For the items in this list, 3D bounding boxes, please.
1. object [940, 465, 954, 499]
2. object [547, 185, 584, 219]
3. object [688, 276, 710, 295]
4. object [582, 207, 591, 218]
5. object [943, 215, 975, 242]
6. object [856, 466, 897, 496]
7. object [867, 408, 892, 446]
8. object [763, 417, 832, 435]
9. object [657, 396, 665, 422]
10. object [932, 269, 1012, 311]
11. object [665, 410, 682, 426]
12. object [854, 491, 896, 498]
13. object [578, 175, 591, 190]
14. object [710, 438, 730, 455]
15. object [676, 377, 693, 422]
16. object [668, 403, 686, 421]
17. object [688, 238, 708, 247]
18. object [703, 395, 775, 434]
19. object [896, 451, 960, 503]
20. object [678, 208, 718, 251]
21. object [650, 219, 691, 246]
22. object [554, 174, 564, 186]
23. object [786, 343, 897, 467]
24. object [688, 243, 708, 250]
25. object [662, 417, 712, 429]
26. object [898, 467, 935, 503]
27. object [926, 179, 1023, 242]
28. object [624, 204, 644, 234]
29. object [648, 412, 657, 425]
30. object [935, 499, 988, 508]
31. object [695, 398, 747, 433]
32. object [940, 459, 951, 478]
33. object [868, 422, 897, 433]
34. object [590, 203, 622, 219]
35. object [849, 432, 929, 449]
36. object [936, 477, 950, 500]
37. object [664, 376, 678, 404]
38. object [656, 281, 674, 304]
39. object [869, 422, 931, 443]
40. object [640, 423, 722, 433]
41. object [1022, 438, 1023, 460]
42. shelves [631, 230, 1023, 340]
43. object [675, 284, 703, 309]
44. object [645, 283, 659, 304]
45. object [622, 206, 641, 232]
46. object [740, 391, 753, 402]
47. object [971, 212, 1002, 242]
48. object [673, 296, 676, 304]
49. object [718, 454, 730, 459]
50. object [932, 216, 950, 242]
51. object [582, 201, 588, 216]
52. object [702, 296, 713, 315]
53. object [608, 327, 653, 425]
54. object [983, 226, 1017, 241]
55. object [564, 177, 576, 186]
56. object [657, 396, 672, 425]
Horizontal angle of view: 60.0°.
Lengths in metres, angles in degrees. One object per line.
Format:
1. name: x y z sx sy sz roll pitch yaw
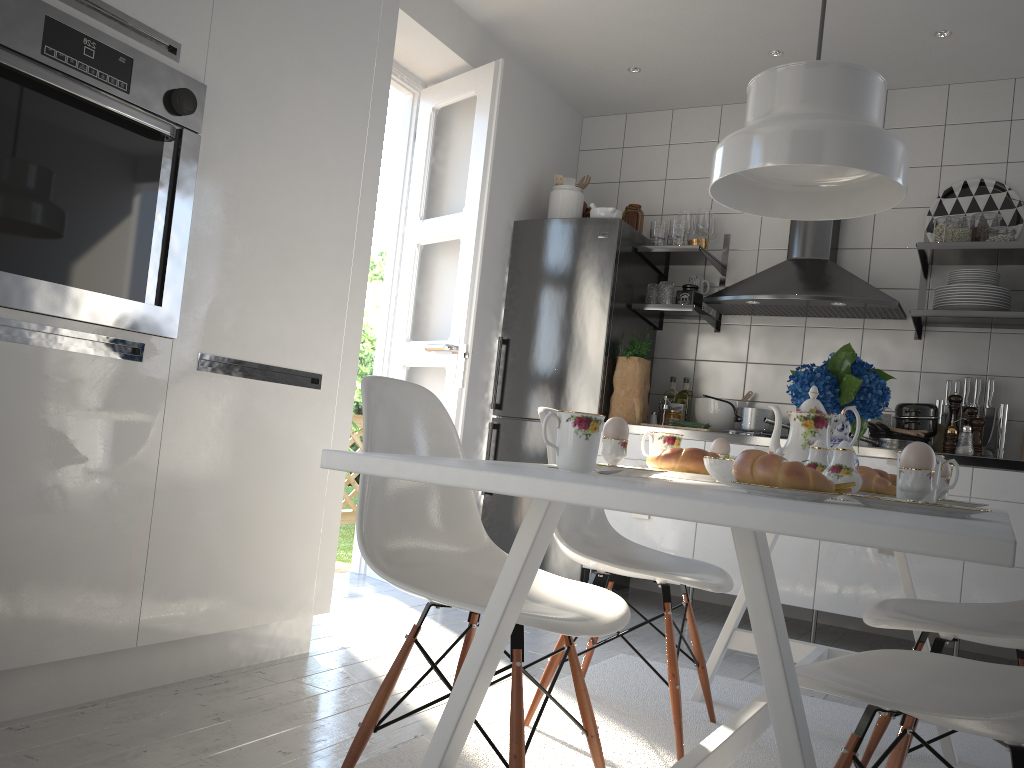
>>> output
1. object: 0.988 0.234 2.076 0.078 0.095 0.091 5 -3 23
2. object: 0.273 -0.889 4.521 0.173 0.208 0.174 5 -3 25
3. object: 0.946 -0.497 4.529 0.083 0.100 0.108 7 -3 -26
4. object: 0.420 -0.837 4.637 0.113 0.154 0.113 8 -3 -32
5. object: 1.902 -0.641 3.779 0.121 0.130 0.121 6 -3 15
6. object: 0.714 0.191 1.723 0.124 0.057 0.161 3 -5 44
7. object: 1.685 0.208 4.060 0.100 0.201 0.081 6 -2 19
8. object: 1.275 0.197 3.919 0.351 0.060 0.232 6 -4 8
9. object: 0.766 0.149 4.503 0.059 0.172 0.059 7 -2 -11
10. object: 1.970 -0.377 3.797 0.305 0.194 0.302 4 -4 34
11. object: 0.795 0.180 4.377 0.078 0.101 0.078 6 -2 -4
12. object: 0.717 0.220 1.706 0.158 0.016 0.158 3 -5 39
13. object: 0.327 -0.929 4.539 0.131 0.295 0.056 6 -2 9
14. object: 0.515 0.164 2.192 0.048 0.063 0.048 5 -3 33
15. object: 0.884 0.108 4.511 0.089 0.281 0.082 5 -2 29
16. object: 0.828 0.171 4.478 0.077 0.141 0.044 5 -2 29
17. object: 0.913 -0.686 4.359 0.100 0.048 0.100 9 -4 -37
18. object: 1.086 0.145 4.152 0.348 0.153 0.200 8 -3 -21
19. object: 0.711 0.169 1.542 0.078 0.095 0.091 7 -3 -24
20. object: 0.943 -0.755 4.545 0.192 0.244 0.206 5 -3 27
21. object: 0.785 -0.726 4.409 0.189 0.134 0.229 5 -3 20
22. object: 0.229 -0.925 4.516 0.054 0.262 0.149 6 -2 4
23. object: 0.817 0.084 2.231 0.265 0.376 0.237 5 -2 31
24. object: 0.913 -0.664 4.359 0.100 0.036 0.100 9 -4 -41
25. object: 0.783 0.185 4.122 0.276 0.053 0.142 3 -5 45
26. object: 0.590 0.153 1.297 0.048 0.057 0.048 7 -2 -20
27. object: 2.088 -0.738 4.008 0.394 0.393 0.053 5 -2 29
28. object: 0.632 -0.836 4.629 0.097 0.194 0.097 5 -2 29
29. object: 0.703 0.181 4.417 0.046 0.084 0.046 6 -2 7
30. object: 0.901 0.252 1.885 0.200 0.016 0.201 4 -4 34
31. object: 1.022 0.169 4.368 0.247 0.175 0.247 7 -3 -20
32. object: 0.907 0.188 1.887 0.048 0.063 0.048 5 -3 33
33. object: 1.634 0.207 3.792 0.245 0.080 0.357 4 -4 37
34. object: 0.467 -0.827 4.388 0.158 0.110 0.173 5 -3 24
35. object: 1.610 0.256 3.826 0.351 0.060 0.232 6 -4 8
36. object: 0.903 0.225 1.886 0.048 0.057 0.048 7 -2 -20
37. object: 0.815 0.103 4.555 0.066 0.282 0.066 6 -2 24
38. object: 0.753 -0.439 4.342 0.086 0.119 0.086 5 -2 26
39. object: 1.621 0.220 3.798 0.348 0.082 0.243 8 -4 -19
40. object: 0.786 0.209 4.121 0.330 0.012 0.221 4 -4 29
41. object: 2.295 0.213 3.815 0.157 0.293 0.047 5 -2 29
42. shelves: 1.802 -0.482 3.927 2.536 0.512 0.428 4 -3 29
43. object: 0.874 -0.426 4.359 0.100 0.122 0.100 4 -3 39
44. object: 0.708 -0.438 4.432 0.086 0.119 0.086 4 -3 40
45. object: 0.606 -0.824 4.525 0.093 0.154 0.093 8 -3 -38
46. object: 1.082 0.137 4.371 0.222 0.232 0.080 7 -2 -10
47. object: 2.038 -0.644 3.820 0.121 0.171 0.121 8 -3 -41
48. object: 0.812 -0.405 4.617 0.083 0.100 0.108 6 -3 -1
49. object: 0.511 0.202 2.192 0.048 0.057 0.048 7 -2 -20
50. object: 1.931 -0.648 3.939 0.121 0.171 0.121 8 -3 -41
51. object: 0.327 -0.883 4.720 0.118 0.236 0.117 8 -2 -35
52. object: 0.966 -0.395 4.512 0.108 0.100 0.083 5 -2 18
53. object: 0.582 -0.043 4.267 0.173 0.509 0.283 6 -2 17
54. object: 2.031 -0.607 3.693 0.121 0.079 0.121 5 -3 15
55. object: 0.282 -0.933 4.532 0.064 0.289 0.141 6 -2 3
56. object: 0.762 0.145 4.437 0.059 0.172 0.059 7 -2 -11
